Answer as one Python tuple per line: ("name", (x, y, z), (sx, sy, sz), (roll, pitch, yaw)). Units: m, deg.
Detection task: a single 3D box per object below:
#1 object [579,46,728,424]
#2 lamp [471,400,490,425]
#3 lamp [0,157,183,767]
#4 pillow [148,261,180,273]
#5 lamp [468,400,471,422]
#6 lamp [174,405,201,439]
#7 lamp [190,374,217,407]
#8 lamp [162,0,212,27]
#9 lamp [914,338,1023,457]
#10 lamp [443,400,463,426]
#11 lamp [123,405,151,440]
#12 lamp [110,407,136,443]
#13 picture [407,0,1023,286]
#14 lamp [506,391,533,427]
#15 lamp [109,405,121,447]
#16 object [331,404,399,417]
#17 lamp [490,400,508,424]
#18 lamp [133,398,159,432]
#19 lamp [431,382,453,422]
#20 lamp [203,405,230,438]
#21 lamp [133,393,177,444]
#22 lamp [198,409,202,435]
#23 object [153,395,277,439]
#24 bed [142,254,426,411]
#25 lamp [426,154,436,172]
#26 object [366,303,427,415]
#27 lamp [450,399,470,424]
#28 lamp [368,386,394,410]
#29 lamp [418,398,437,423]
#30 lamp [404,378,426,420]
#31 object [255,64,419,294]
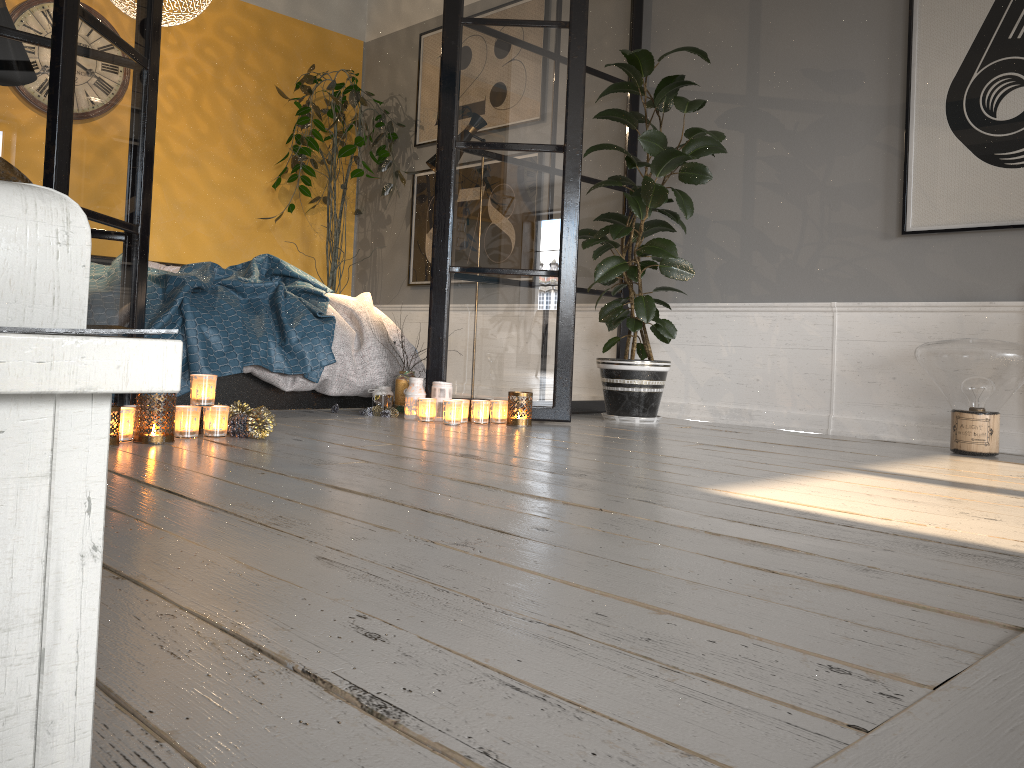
("object", (-0.430, -0.717, 3.103), (1.012, 1.796, 3.890), (2, 1, 45))
("lamp", (-0.133, 0.118, 3.717), (0.080, 0.099, 0.080), (3, 0, -4))
("lamp", (-0.361, 0.052, 0.414), (0.287, 0.478, 0.286), (2, -1, 44))
("pillow", (-1.986, -0.579, 4.923), (0.484, 0.227, 0.593), (3, 2, 4))
("lamp", (-0.154, 0.117, 3.814), (0.063, 0.091, 0.063), (2, 0, 27))
("lamp", (-1.010, 0.119, 2.749), (0.080, 0.099, 0.080), (3, 0, -4))
("lamp", (-0.970, 0.020, 2.779), (0.080, 0.099, 0.080), (3, 0, -4))
("lamp", (-1.811, -2.395, 4.542), (0.616, 1.097, 0.616), (3, -1, -4))
("lamp", (1.757, 0.047, 3.352), (0.432, 0.438, 0.433), (2, 0, -23))
("lamp", (-0.244, 0.117, 3.614), (0.080, 0.099, 0.080), (3, 0, -4))
("lamp", (-1.138, 0.116, 2.680), (0.080, 0.099, 0.080), (3, 0, -4))
("lamp", (-1.148, 0.119, 2.589), (0.080, 0.099, 0.080), (3, 0, -4))
("picture", (0.448, -1.374, 2.267), (4.033, 1.796, 7.304), (1, 3, -45))
("lamp", (0.033, 0.105, 3.715), (0.107, 0.141, 0.107), (3, 0, 9))
("lamp", (-1.151, 0.119, 2.497), (0.084, 0.110, 0.084), (3, 0, 21))
("object", (-0.649, 0.117, 3.895), (0.326, 0.054, 0.087), (3, 1, 9))
("lamp", (-0.056, 0.120, 3.763), (0.080, 0.099, 0.080), (3, 0, -4))
("lamp", (-1.197, 0.101, 2.890), (0.080, 0.106, 0.081), (3, 0, -45))
("lamp", (-0.299, 0.076, 3.773), (0.092, 0.167, 0.089), (2, -1, 12))
("lamp", (-0.940, 0.119, 2.808), (0.080, 0.099, 0.080), (3, 0, -4))
("lamp", (-1.053, 0.077, 2.614), (0.115, 0.187, 0.114), (2, -1, 44))
("lamp", (-1.039, 0.123, 2.863), (0.069, 0.080, 0.069), (2, 0, -37))
("object", (-1.029, 0.106, 3.002), (0.718, 0.118, 0.192), (4, 2, 34))
("bed", (-1.787, -0.328, 4.515), (1.895, 0.771, 2.326), (1, 3, -44))
("lamp", (-0.258, -0.637, 4.531), (0.403, 1.528, 0.232), (3, -2, -15))
("object", (-0.448, -0.119, 4.084), (0.437, 0.523, 0.278), (3, -1, -4))
("lamp", (-0.219, 0.115, 3.701), (0.080, 0.099, 0.080), (3, 0, -4))
("lamp", (-0.582, 0.075, 3.964), (0.096, 0.131, 0.108), (3, 0, 16))
("lamp", (-0.356, 0.109, 3.688), (0.081, 0.099, 0.080), (3, 0, 10))
("lamp", (-0.415, 0.064, 3.800), (0.092, 0.180, 0.092), (3, -1, -24))
("object", (-1.199, -1.088, 6.139), (1.250, 2.207, 1.341), (2, -1, 32))
